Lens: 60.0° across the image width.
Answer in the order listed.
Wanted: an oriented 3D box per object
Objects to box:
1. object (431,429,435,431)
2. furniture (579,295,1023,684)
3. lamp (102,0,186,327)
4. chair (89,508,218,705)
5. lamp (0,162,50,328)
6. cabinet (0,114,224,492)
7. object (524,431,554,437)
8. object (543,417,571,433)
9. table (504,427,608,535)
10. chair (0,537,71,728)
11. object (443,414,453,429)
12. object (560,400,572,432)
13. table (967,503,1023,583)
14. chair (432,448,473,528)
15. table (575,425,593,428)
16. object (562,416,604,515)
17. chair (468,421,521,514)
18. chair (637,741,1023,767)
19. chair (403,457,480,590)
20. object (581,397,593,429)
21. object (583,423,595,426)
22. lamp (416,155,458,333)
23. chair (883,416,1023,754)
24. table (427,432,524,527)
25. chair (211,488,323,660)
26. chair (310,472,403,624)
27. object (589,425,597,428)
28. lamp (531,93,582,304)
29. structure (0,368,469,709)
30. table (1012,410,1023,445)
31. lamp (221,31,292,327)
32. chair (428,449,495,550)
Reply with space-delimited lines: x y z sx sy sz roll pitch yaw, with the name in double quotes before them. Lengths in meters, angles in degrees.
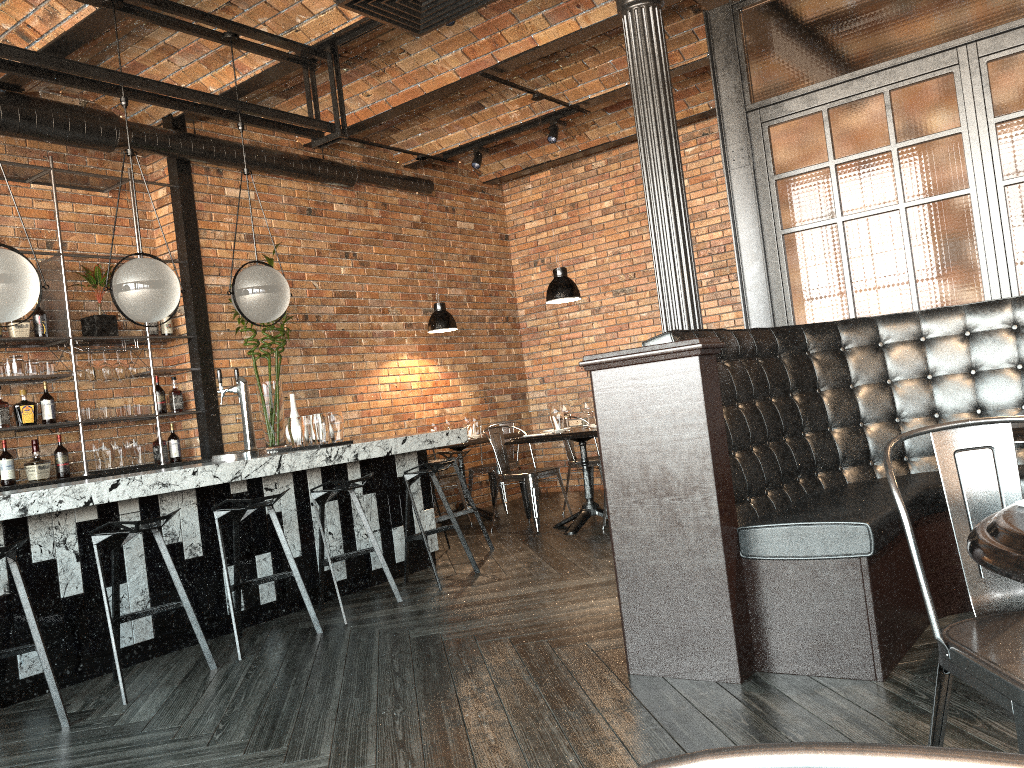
"object" -0.659 0.470 8.047 0.232 0.139 0.232 -8 -2 31
"furniture" 3.059 0.080 2.359 5.451 1.212 1.979 -8 -2 37
"lamp" -2.005 -1.169 4.669 0.340 1.754 0.340 -7 -1 -7
"chair" -1.658 0.946 3.899 0.414 0.737 0.475 -8 -2 32
"lamp" -2.440 -1.130 4.081 0.340 1.754 0.340 -7 -1 -7
"cabinet" -4.495 -0.164 4.098 0.564 3.779 7.075 -8 -2 37
"object" 0.229 0.385 6.916 0.255 0.019 0.157 -8 -2 37
"object" 0.354 0.319 7.097 0.232 0.139 0.232 -8 -2 31
"table" 0.585 0.733 6.937 0.872 0.758 0.872 -8 -2 37
"chair" -2.038 0.981 3.384 0.475 0.737 0.414 -6 -2 -43
"object" -0.594 0.409 8.305 0.092 0.244 0.092 -8 -2 42
"object" 0.420 0.246 6.837 0.092 0.244 0.092 -7 -1 8
"table" 1.093 0.523 1.095 0.866 0.758 0.866 -7 -1 0
"chair" -0.753 0.871 7.817 0.504 0.857 0.558 -8 -2 37
"table" 1.110 0.685 7.645 0.872 0.758 0.872 -8 -2 37
"object" 0.721 0.689 7.874 0.558 0.857 0.504 -8 -2 37
"chair" -0.148 0.818 8.728 0.504 0.857 0.558 -8 -2 32
"chair" 0.078 0.574 0.091 0.504 0.857 0.558 -8 -2 42
"chair" -0.525 0.843 5.429 0.414 0.737 0.475 -8 -2 27
"object" 0.601 0.228 7.027 0.092 0.244 0.092 -7 -1 8
"object" 0.750 0.338 7.620 0.255 0.019 0.157 -8 -2 37
"lamp" -0.748 -1.313 8.272 0.291 1.653 0.291 -7 -1 12
"chair" 1.020 0.494 1.617 0.504 0.857 0.558 -7 -1 2
"table" -0.453 0.894 8.208 0.872 0.758 0.872 -8 -2 37
"chair" -1.290 0.913 4.396 0.414 0.737 0.475 -8 -2 42
"chair" -0.943 0.881 4.864 0.414 0.737 0.475 -8 -2 32
"object" 0.704 0.269 6.827 0.232 0.139 0.232 -8 -2 30
"lamp" 0.306 -1.475 7.028 0.291 1.653 0.291 -7 -1 -8
"structure" -2.641 0.735 4.487 1.930 1.430 5.346 -8 -2 37
"table" 2.015 0.449 2.727 0.872 0.758 0.872 -8 -2 37
"lamp" -1.569 -1.209 5.258 0.340 1.754 0.340 -7 -1 -7
"chair" -0.474 0.861 6.391 0.475 0.737 0.414 -8 -2 42
